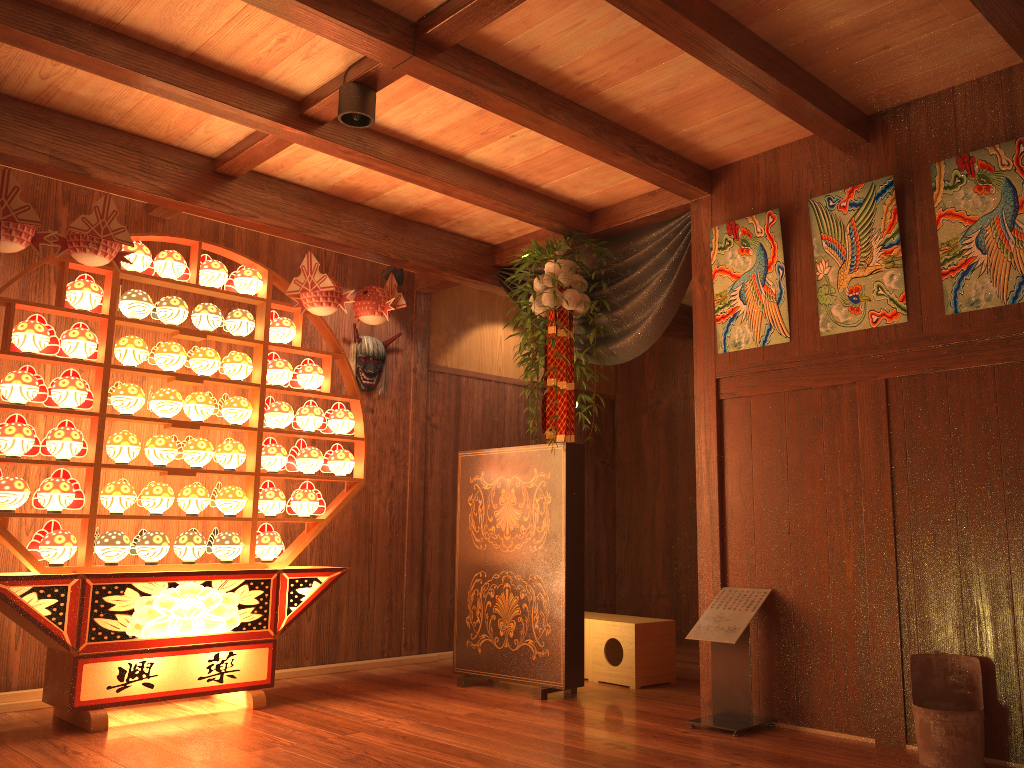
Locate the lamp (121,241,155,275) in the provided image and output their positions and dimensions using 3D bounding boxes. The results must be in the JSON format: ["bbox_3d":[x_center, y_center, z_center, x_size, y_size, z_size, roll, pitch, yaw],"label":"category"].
[{"bbox_3d":[-1.746,-0.606,4.105,0.207,0.200,0.152,7,-12,-33],"label":"lamp"}]

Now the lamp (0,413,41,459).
[{"bbox_3d":[-2.061,0.212,3.672,0.207,0.200,0.152,7,-12,-33],"label":"lamp"}]

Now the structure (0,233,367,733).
[{"bbox_3d":[-1.559,0.383,4.134,2.029,2.195,0.473,10,-13,-43],"label":"structure"}]

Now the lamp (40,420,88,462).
[{"bbox_3d":[-1.922,0.239,3.802,0.188,0.192,0.152,6,-11,-28],"label":"lamp"}]

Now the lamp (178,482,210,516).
[{"bbox_3d":[-1.501,0.540,4.165,0.141,0.167,0.154,3,-10,-13],"label":"lamp"}]

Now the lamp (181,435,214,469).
[{"bbox_3d":[-1.489,0.324,4.207,0.152,0.167,0.143,-5,-12,31],"label":"lamp"}]

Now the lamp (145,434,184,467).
[{"bbox_3d":[-1.628,0.306,4.086,0.136,0.161,0.160,-3,-11,21],"label":"lamp"}]

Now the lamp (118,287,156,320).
[{"bbox_3d":[-1.733,-0.367,4.097,0.161,0.167,0.135,6,-11,-28],"label":"lamp"}]

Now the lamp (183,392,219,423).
[{"bbox_3d":[-1.507,0.106,4.240,0.137,0.167,0.159,-1,-10,12],"label":"lamp"}]

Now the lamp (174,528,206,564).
[{"bbox_3d":[-1.505,0.756,4.128,0.141,0.167,0.154,3,-10,-13],"label":"lamp"}]

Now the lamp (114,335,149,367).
[{"bbox_3d":[-1.742,-0.153,4.042,0.141,0.167,0.154,3,-10,-13],"label":"lamp"}]

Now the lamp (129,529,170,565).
[{"bbox_3d":[-1.624,0.739,4.012,0.153,0.161,0.143,-4,-11,26],"label":"lamp"}]

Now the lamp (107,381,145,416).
[{"bbox_3d":[-1.734,0.065,4.007,0.153,0.167,0.143,-4,-11,26],"label":"lamp"}]

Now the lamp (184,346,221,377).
[{"bbox_3d":[-1.481,-0.110,4.285,0.153,0.167,0.143,-4,-11,26],"label":"lamp"}]

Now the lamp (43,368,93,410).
[{"bbox_3d":[-1.920,0.018,3.839,0.206,0.200,0.152,6,-11,-28],"label":"lamp"}]

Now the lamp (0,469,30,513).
[{"bbox_3d":[-2.061,0.435,3.645,0.156,0.194,0.187,-1,-10,7],"label":"lamp"}]

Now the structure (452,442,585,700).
[{"bbox_3d":[0.028,0.961,4.665,0.773,1.250,0.280,-8,-13,41],"label":"structure"}]

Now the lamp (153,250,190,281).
[{"bbox_3d":[-1.635,-0.576,4.214,0.172,0.179,0.154,3,-10,-13],"label":"lamp"}]

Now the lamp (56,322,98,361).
[{"bbox_3d":[-1.903,-0.194,3.889,0.195,0.195,0.152,6,-11,-28],"label":"lamp"}]

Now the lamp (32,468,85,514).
[{"bbox_3d":[-1.935,0.451,3.754,0.205,0.200,0.154,4,-10,-19],"label":"lamp"}]

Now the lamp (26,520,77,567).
[{"bbox_3d":[-1.915,0.673,3.744,0.152,0.197,0.201,-7,-12,36],"label":"lamp"}]

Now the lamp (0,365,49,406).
[{"bbox_3d":[-2.065,-0.001,3.706,0.184,0.191,0.154,3,-10,-14],"label":"lamp"}]

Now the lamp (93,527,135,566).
[{"bbox_3d":[-1.750,0.716,3.900,0.159,0.167,0.137,3,-10,-13],"label":"lamp"}]

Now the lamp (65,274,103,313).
[{"bbox_3d":[-1.899,-0.413,3.928,0.206,0.200,0.152,6,-11,-28],"label":"lamp"}]

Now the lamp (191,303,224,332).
[{"bbox_3d":[-1.492,-0.328,4.315,0.140,0.167,0.156,1,-10,-3],"label":"lamp"}]

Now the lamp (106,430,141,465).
[{"bbox_3d":[-1.745,0.282,3.968,0.143,0.167,0.153,5,-11,-23],"label":"lamp"}]

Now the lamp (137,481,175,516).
[{"bbox_3d":[-1.619,0.523,4.049,0.144,0.161,0.151,10,-13,-43],"label":"lamp"}]

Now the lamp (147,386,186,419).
[{"bbox_3d":[-1.607,0.091,4.138,0.159,0.161,0.137,3,-10,-13],"label":"lamp"}]

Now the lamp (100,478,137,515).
[{"bbox_3d":[-1.753,0.498,3.929,0.141,0.167,0.154,3,-10,-13],"label":"lamp"}]

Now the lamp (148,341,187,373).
[{"bbox_3d":[-1.604,-0.127,4.168,0.153,0.161,0.143,-4,-11,26],"label":"lamp"}]

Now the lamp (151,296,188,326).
[{"bbox_3d":[-1.608,-0.346,4.198,0.152,0.161,0.144,-7,-12,36],"label":"lamp"}]

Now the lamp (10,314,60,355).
[{"bbox_3d":[-2.046,-0.220,3.760,0.205,0.200,0.154,4,-10,-19],"label":"lamp"}]
